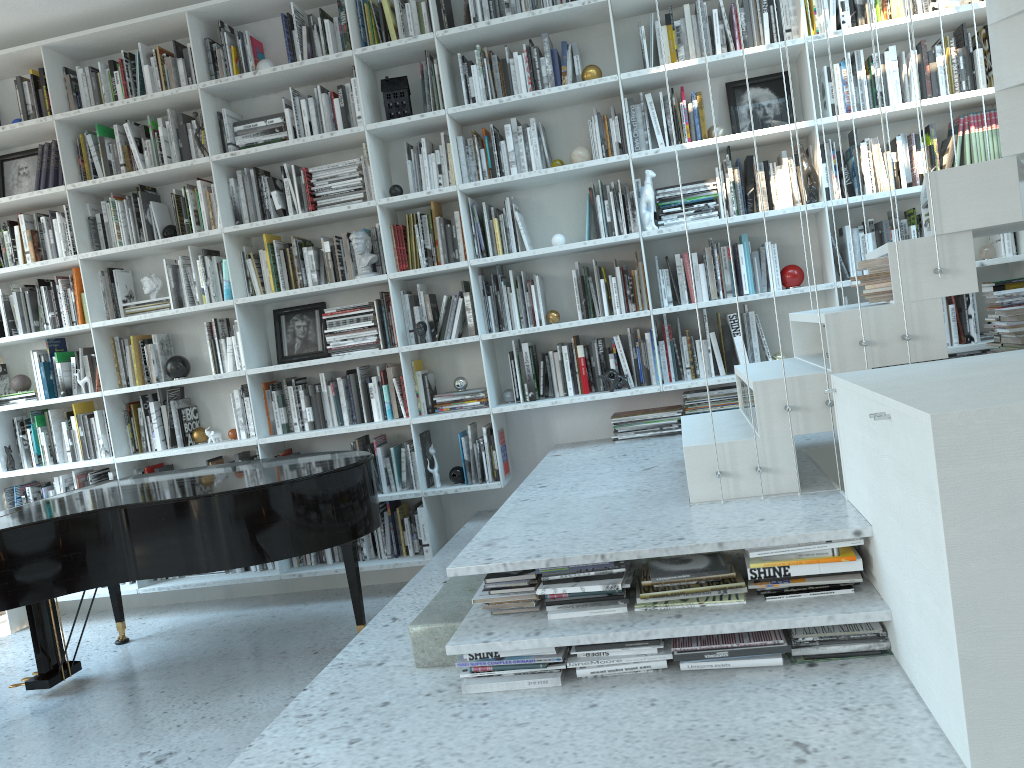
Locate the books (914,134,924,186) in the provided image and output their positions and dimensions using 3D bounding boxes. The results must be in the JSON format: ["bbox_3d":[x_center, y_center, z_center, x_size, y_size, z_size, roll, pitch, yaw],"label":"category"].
[{"bbox_3d":[1.883,-1.028,4.139,0.025,0.249,0.133,-8,4,11],"label":"books"}]

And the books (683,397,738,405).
[{"bbox_3d":[0.994,0.073,4.392,0.285,0.005,0.159,-8,3,7],"label":"books"}]

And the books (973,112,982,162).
[{"bbox_3d":[2.112,-1.081,4.072,0.018,0.293,0.169,-8,4,11],"label":"books"}]

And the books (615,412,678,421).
[{"bbox_3d":[0.680,0.154,4.462,0.308,0.008,0.195,-8,3,13],"label":"books"}]

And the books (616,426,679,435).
[{"bbox_3d":[0.685,0.221,4.468,0.308,0.008,0.195,-8,3,13],"label":"books"}]

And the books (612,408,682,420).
[{"bbox_3d":[0.679,0.146,4.462,0.346,0.007,0.193,-8,3,9],"label":"books"}]

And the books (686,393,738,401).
[{"bbox_3d":[0.995,0.057,4.389,0.254,0.006,0.160,-8,3,6],"label":"books"}]

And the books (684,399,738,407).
[{"bbox_3d":[0.997,0.084,4.400,0.285,0.005,0.159,-8,3,10],"label":"books"}]

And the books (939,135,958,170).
[{"bbox_3d":[2.001,-1.024,4.097,0.088,0.217,0.166,-8,4,11],"label":"books"}]

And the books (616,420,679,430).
[{"bbox_3d":[0.685,0.198,4.471,0.308,0.008,0.195,-8,3,11],"label":"books"}]

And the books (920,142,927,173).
[{"bbox_3d":[1.906,-1.010,4.140,0.014,0.207,0.138,-8,4,11],"label":"books"}]

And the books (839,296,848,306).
[{"bbox_3d":[1.579,-0.265,4.182,0.011,0.293,0.144,-8,4,11],"label":"books"}]

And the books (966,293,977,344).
[{"bbox_3d":[2.082,-0.355,4.072,0.010,0.336,0.185,-8,4,11],"label":"books"}]

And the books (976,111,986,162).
[{"bbox_3d":[2.130,-1.084,4.069,0.018,0.293,0.169,-8,4,11],"label":"books"}]

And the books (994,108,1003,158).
[{"bbox_3d":[2.201,-1.094,4.055,0.018,0.293,0.169,-8,4,11],"label":"books"}]

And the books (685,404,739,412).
[{"bbox_3d":[1.005,0.111,4.404,0.285,0.007,0.159,-8,3,11],"label":"books"}]

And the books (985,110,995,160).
[{"bbox_3d":[2.165,-1.089,4.062,0.018,0.293,0.169,-8,4,11],"label":"books"}]

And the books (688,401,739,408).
[{"bbox_3d":[0.999,0.094,4.400,0.254,0.006,0.160,-8,3,10],"label":"books"}]

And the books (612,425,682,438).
[{"bbox_3d":[0.686,0.236,4.460,0.346,0.007,0.193,-8,3,16],"label":"books"}]

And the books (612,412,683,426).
[{"bbox_3d":[0.683,0.176,4.464,0.346,0.007,0.193,-8,3,13],"label":"books"}]

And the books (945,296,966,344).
[{"bbox_3d":[2.039,-0.326,4.105,0.047,0.288,0.141,-8,4,11],"label":"books"}]

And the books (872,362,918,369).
[{"bbox_3d":[1.736,-0.079,4.255,0.354,0.017,0.198,-8,3,11],"label":"books"}]

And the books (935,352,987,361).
[{"bbox_3d":[2.120,-0.139,4.178,0.285,0.009,0.159,-8,3,11],"label":"books"}]

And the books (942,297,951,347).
[{"bbox_3d":[1.977,-0.306,4.107,0.031,0.266,0.168,-8,4,11],"label":"books"}]

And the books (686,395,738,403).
[{"bbox_3d":[0.997,0.068,4.392,0.254,0.006,0.160,-8,3,15],"label":"books"}]

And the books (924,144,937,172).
[{"bbox_3d":[1.919,-0.997,4.098,0.024,0.181,0.190,-8,4,11],"label":"books"}]

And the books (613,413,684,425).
[{"bbox_3d":[0.680,0.169,4.455,0.346,0.007,0.193,-8,3,6],"label":"books"}]

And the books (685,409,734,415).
[{"bbox_3d":[1.005,0.132,4.393,0.285,0.007,0.159,-8,3,6],"label":"books"}]

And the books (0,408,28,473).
[{"bbox_3d":[-2.897,0.324,5.082,0.106,0.340,0.306,-8,4,11],"label":"books"}]

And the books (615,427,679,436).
[{"bbox_3d":[0.686,0.229,4.463,0.308,0.008,0.195,-8,3,15],"label":"books"}]

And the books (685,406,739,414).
[{"bbox_3d":[1.005,0.118,4.402,0.285,0.007,0.159,-8,3,12],"label":"books"}]

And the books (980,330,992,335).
[{"bbox_3d":[2.263,-0.246,4.139,0.199,0.008,0.111,-8,3,11],"label":"books"}]

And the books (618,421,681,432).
[{"bbox_3d":[0.683,0.207,4.459,0.308,0.008,0.195,-8,3,6],"label":"books"}]

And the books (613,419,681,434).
[{"bbox_3d":[0.686,0.213,4.467,0.346,0.007,0.193,-8,3,9],"label":"books"}]

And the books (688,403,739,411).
[{"bbox_3d":[1.001,0.105,4.403,0.254,0.006,0.160,-8,3,11],"label":"books"}]

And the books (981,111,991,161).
[{"bbox_3d":[2.147,-1.086,4.061,0.018,0.293,0.169,-8,4,11],"label":"books"}]

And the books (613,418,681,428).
[{"bbox_3d":[0.684,0.183,4.462,0.346,0.007,0.193,-8,3,8],"label":"books"}]

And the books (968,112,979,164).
[{"bbox_3d":[2.092,-1.078,4.062,0.018,0.293,0.169,-8,4,11],"label":"books"}]

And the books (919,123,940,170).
[{"bbox_3d":[1.941,-1.050,4.117,0.026,0.278,0.169,-8,4,11],"label":"books"}]

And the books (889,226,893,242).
[{"bbox_3d":[1.773,-0.628,4.178,0.014,0.221,0.155,-8,4,11],"label":"books"}]

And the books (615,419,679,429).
[{"bbox_3d":[0.684,0.191,4.457,0.308,0.008,0.195,-8,3,16],"label":"books"}]

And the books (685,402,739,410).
[{"bbox_3d":[0.999,0.100,4.399,0.285,0.005,0.159,-8,3,9],"label":"books"}]

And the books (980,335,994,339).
[{"bbox_3d":[2.265,-0.229,4.134,0.177,0.009,0.112,-8,3,15],"label":"books"}]

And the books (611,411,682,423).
[{"bbox_3d":[0.681,0.161,4.463,0.346,0.007,0.193,-8,3,13],"label":"books"}]

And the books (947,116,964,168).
[{"bbox_3d":[2.034,-1.068,4.088,0.072,0.292,0.169,-8,4,11],"label":"books"}]

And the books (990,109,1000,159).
[{"bbox_3d":[2.182,-1.091,4.054,0.018,0.293,0.169,-8,4,11],"label":"books"}]

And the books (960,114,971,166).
[{"bbox_3d":[2.071,-1.076,4.080,0.033,0.294,0.169,-8,4,11],"label":"books"}]

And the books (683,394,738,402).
[{"bbox_3d":[0.996,0.062,4.393,0.285,0.005,0.159,-8,3,8],"label":"books"}]

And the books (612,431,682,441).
[{"bbox_3d":[0.689,0.251,4.464,0.346,0.007,0.193,-8,3,15],"label":"books"}]

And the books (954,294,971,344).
[{"bbox_3d":[2.077,-0.309,4.103,0.024,0.243,0.140,-8,4,11],"label":"books"}]

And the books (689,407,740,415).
[{"bbox_3d":[1.006,0.124,4.402,0.254,0.007,0.160,-8,3,12],"label":"books"}]

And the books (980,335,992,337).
[{"bbox_3d":[2.263,-0.237,4.133,0.199,0.008,0.111,-8,3,15],"label":"books"}]

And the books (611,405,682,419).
[{"bbox_3d":[0.678,0.139,4.461,0.346,0.007,0.193,-8,3,13],"label":"books"}]

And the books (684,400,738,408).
[{"bbox_3d":[0.998,0.089,4.400,0.285,0.005,0.159,-8,3,12],"label":"books"}]

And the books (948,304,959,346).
[{"bbox_3d":[2.022,-0.273,4.108,0.024,0.188,0.175,-8,4,11],"label":"books"}]

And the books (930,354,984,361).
[{"bbox_3d":[2.121,-0.130,4.175,0.254,0.009,0.160,-8,3,10],"label":"books"}]

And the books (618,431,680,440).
[{"bbox_3d":[0.688,0.244,4.464,0.308,0.008,0.195,-8,3,7],"label":"books"}]

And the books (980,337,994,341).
[{"bbox_3d":[2.266,-0.220,4.132,0.198,0.008,0.111,-8,3,6],"label":"books"}]
